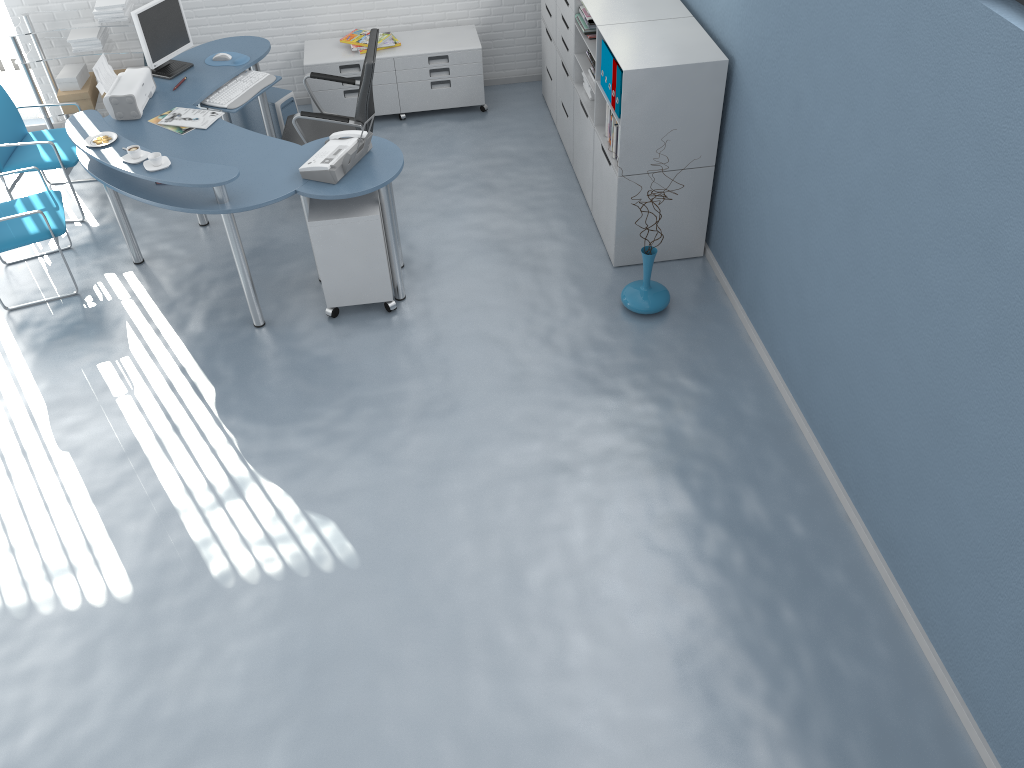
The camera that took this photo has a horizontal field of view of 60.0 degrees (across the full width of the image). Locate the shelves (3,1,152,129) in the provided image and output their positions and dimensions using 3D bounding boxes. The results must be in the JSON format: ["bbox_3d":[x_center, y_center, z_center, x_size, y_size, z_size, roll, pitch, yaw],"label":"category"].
[{"bbox_3d":[-2.828,-2.105,6.139,0.896,0.848,0.441,-7,43,-4],"label":"shelves"}]

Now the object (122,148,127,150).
[{"bbox_3d":[-1.875,-1.148,4.338,0.119,0.021,0.025,27,50,28],"label":"object"}]

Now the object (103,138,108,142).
[{"bbox_3d":[-2.028,-1.217,4.422,0.025,0.005,0.027,-13,44,-11],"label":"object"}]

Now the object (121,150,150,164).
[{"bbox_3d":[-1.815,-1.096,4.285,0.119,0.016,0.119,19,47,22],"label":"object"}]

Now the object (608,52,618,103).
[{"bbox_3d":[0.596,-1.589,4.582,0.181,0.247,0.082,-7,43,-5],"label":"object"}]

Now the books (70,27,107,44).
[{"bbox_3d":[-2.832,-2.347,5.937,0.190,0.015,0.270,-7,43,-4],"label":"books"}]

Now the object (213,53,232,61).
[{"bbox_3d":[-1.789,-2.020,5.466,0.115,0.035,0.054,-1,43,2],"label":"object"}]

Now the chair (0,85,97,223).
[{"bbox_3d":[-2.923,-1.448,5.540,0.543,0.707,0.542,-4,43,-1],"label":"chair"}]

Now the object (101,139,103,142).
[{"bbox_3d":[-2.043,-1.219,4.432,0.025,0.005,0.027,-18,45,-16],"label":"object"}]

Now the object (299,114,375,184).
[{"bbox_3d":[-0.847,-1.216,4.372,0.399,0.280,0.405,13,45,17],"label":"object"}]

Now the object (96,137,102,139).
[{"bbox_3d":[-2.069,-1.233,4.447,0.027,0.005,0.025,22,48,25],"label":"object"}]

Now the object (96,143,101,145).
[{"bbox_3d":[-2.054,-1.199,4.410,0.027,0.005,0.025,-28,48,-25],"label":"object"}]

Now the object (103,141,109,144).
[{"bbox_3d":[-2.022,-1.205,4.415,0.027,0.005,0.025,-15,44,-13],"label":"object"}]

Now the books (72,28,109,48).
[{"bbox_3d":[-2.829,-2.324,5.956,0.190,0.015,0.270,-7,43,-5],"label":"books"}]

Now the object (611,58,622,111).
[{"bbox_3d":[0.608,-1.533,4.521,0.181,0.247,0.082,-7,43,-5],"label":"object"}]

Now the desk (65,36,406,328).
[{"bbox_3d":[-1.629,-1.191,5.048,1.402,0.900,2.282,-26,47,-23],"label":"desk"}]

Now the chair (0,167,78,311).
[{"bbox_3d":[-2.757,-0.871,4.909,0.543,0.707,0.542,-18,45,-16],"label":"chair"}]

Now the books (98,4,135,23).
[{"bbox_3d":[-2.615,-2.451,5.865,0.190,0.015,0.270,-7,43,-5],"label":"books"}]

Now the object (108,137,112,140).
[{"bbox_3d":[-2.018,-1.228,4.440,0.025,0.005,0.027,-32,50,-28],"label":"object"}]

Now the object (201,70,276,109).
[{"bbox_3d":[-1.633,-1.766,5.295,0.276,0.028,0.478,14,45,18],"label":"object"}]

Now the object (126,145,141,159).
[{"bbox_3d":[-1.819,-1.118,4.274,0.062,0.049,0.078,-14,44,-12],"label":"object"}]

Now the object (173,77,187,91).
[{"bbox_3d":[-1.958,-1.768,5.225,0.013,0.013,0.178,5,43,8],"label":"object"}]

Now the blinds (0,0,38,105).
[{"bbox_3d":[-5.511,-2.894,5.347,4.001,2.955,0.158,-7,43,-5],"label":"blinds"}]

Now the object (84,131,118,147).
[{"bbox_3d":[-2.051,-1.218,4.429,0.162,0.011,0.162,23,49,25],"label":"object"}]

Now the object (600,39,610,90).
[{"bbox_3d":[0.571,-1.700,4.704,0.181,0.247,0.082,-7,43,-5],"label":"object"}]

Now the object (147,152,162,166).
[{"bbox_3d":[-1.688,-1.068,4.213,0.062,0.049,0.078,7,44,11],"label":"object"}]

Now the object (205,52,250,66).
[{"bbox_3d":[-1.756,-2.019,5.476,0.285,0.026,0.213,1,43,5],"label":"object"}]

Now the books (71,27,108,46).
[{"bbox_3d":[-2.829,-2.331,5.941,0.190,0.015,0.270,-8,43,-6],"label":"books"}]

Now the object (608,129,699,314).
[{"bbox_3d":[0.696,-0.757,4.401,0.312,0.972,0.357,-26,47,-23],"label":"object"}]

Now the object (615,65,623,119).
[{"bbox_3d":[0.621,-1.477,4.460,0.181,0.247,0.082,-7,43,-5],"label":"object"}]

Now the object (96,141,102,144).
[{"bbox_3d":[-2.051,-1.202,4.407,0.027,0.005,0.025,-22,46,-19],"label":"object"}]

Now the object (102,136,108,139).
[{"bbox_3d":[-2.038,-1.237,4.444,0.025,0.005,0.027,26,50,28],"label":"object"}]

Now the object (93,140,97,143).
[{"bbox_3d":[-2.076,-1.211,4.425,0.027,0.005,0.025,19,47,22],"label":"object"}]

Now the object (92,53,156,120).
[{"bbox_3d":[-2.162,-1.680,4.950,0.197,0.273,0.392,-4,43,-1],"label":"object"}]

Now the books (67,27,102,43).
[{"bbox_3d":[-2.847,-2.346,5.915,0.190,0.015,0.270,-10,43,-7],"label":"books"}]

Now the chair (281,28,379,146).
[{"bbox_3d":[-1.083,-1.581,5.404,0.652,0.948,0.584,-4,43,-1],"label":"chair"}]

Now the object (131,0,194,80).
[{"bbox_3d":[-2.092,-2.057,5.247,0.212,0.417,0.365,16,46,19],"label":"object"}]

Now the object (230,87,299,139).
[{"bbox_3d":[-1.684,-1.793,6.053,0.471,0.422,0.199,17,46,20],"label":"object"}]

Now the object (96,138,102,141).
[{"bbox_3d":[-2.062,-1.222,4.429,0.025,0.005,0.027,-4,43,-1],"label":"object"}]

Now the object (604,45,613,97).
[{"bbox_3d":[0.583,-1.645,4.643,0.181,0.247,0.082,-7,43,-5],"label":"object"}]

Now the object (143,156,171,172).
[{"bbox_3d":[-1.689,-1.045,4.223,0.119,0.016,0.119,-23,46,-20],"label":"object"}]
